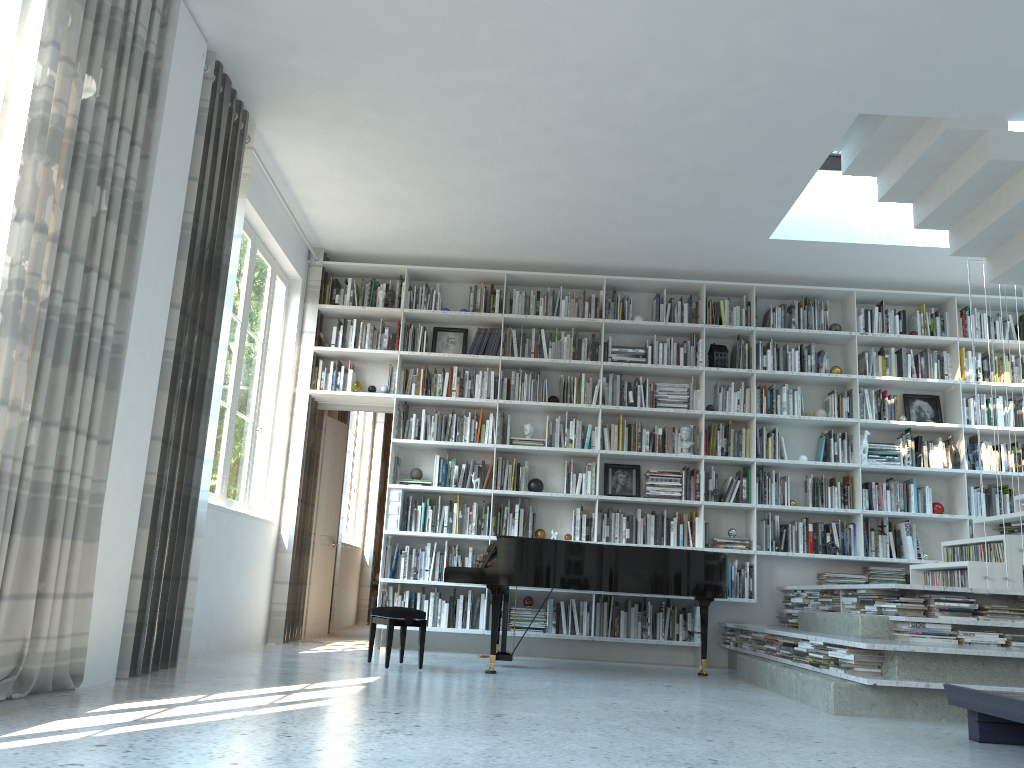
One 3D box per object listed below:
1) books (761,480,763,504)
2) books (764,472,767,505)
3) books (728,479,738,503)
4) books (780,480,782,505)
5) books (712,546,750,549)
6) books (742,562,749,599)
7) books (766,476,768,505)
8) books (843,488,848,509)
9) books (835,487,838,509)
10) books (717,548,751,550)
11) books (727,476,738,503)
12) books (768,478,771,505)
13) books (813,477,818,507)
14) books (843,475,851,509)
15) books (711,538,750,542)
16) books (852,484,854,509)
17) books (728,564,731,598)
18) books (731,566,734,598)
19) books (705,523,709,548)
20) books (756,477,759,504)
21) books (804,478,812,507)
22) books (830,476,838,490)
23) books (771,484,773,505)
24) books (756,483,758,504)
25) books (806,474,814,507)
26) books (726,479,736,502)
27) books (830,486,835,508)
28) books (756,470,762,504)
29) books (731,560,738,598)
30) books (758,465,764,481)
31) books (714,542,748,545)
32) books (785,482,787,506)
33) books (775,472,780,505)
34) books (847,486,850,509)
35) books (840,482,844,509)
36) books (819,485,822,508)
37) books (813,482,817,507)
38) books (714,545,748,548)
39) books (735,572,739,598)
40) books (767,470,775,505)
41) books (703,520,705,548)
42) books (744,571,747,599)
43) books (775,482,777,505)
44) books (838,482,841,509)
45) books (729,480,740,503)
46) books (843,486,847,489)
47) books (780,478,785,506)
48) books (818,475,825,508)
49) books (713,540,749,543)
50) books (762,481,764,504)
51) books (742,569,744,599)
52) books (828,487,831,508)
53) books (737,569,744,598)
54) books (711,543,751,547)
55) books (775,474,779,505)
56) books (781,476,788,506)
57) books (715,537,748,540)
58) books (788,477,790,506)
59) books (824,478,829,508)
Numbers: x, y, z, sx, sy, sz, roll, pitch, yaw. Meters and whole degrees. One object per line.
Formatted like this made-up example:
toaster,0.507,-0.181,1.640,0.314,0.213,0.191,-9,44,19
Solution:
books,2.031,0.870,7.277,0.006,0.281,0.155,3,-13,1
books,2.063,0.869,7.270,0.005,0.283,0.159,3,-13,1
books,1.797,0.895,7.287,0.090,0.214,0.139,3,-13,1
books,2.193,0.910,7.280,0.008,0.222,0.134,3,-13,1
books,1.757,1.321,7.129,0.285,0.012,0.160,2,-13,6
books,1.847,1.556,7.025,0.021,0.284,0.173,3,-13,1
books,2.072,0.887,7.268,0.013,0.248,0.165,3,-13,1
books,2.699,0.949,7.238,0.016,0.180,0.190,3,-13,1
books,2.621,0.946,7.250,0.019,0.182,0.191,3,-13,1
books,1.756,1.331,7.121,0.285,0.012,0.160,2,-13,4
books,1.794,0.880,7.280,0.094,0.238,0.150,3,-13,1
books,2.083,0.896,7.256,0.011,0.226,0.188,3,-13,1
books,2.479,0.904,7.275,0.015,0.261,0.150,3,-13,1
books,2.743,0.898,7.260,0.007,0.294,0.162,3,-13,1
books,1.760,1.261,7.139,0.285,0.012,0.160,2,-13,5
books,2.774,0.940,7.274,0.009,0.223,0.146,3,-13,1
books,1.712,1.561,7.033,0.005,0.263,0.163,3,-13,1
books,1.734,1.570,7.022,0.014,0.245,0.176,3,-13,1
books,1.568,1.240,7.210,0.030,0.210,0.137,3,-13,1
books,2.004,0.892,7.288,0.011,0.238,0.136,3,-13,1
books,2.430,0.906,7.276,0.019,0.251,0.130,3,-13,1
books,2.636,0.903,7.263,0.006,0.273,0.173,3,-13,1
books,2.107,0.918,7.258,0.013,0.186,0.184,3,-13,1
books,1.989,0.914,7.274,0.015,0.188,0.168,3,-13,1
books,2.448,0.892,7.292,0.016,0.289,0.132,3,-13,1
books,1.778,0.894,7.279,0.090,0.211,0.143,3,-13,1
books,2.605,0.941,7.256,0.015,0.194,0.176,3,-13,1
books,2.020,0.863,7.280,0.018,0.294,0.178,3,-13,1
books,1.758,1.549,7.046,0.032,0.299,0.149,3,-13,1
books,2.052,0.845,7.300,0.007,0.341,0.150,3,-13,1
books,1.759,1.285,7.136,0.254,0.012,0.161,2,-13,6
books,2.218,0.915,7.266,0.014,0.207,0.181,3,-13,1
books,2.175,0.878,7.287,0.006,0.284,0.160,3,-13,1
books,2.730,0.944,7.258,0.013,0.203,0.159,3,-13,1
books,2.682,0.929,7.270,0.021,0.231,0.155,3,-13,1
books,2.509,0.936,7.287,0.031,0.208,0.122,3,-13,1
books,2.462,0.922,7.257,0.016,0.215,0.178,3,-13,1
books,1.757,1.308,7.129,0.254,0.012,0.161,2,-13,7
books,1.778,1.597,7.034,0.013,0.202,0.139,3,-13,1
books,2.123,0.865,7.269,0.014,0.296,0.175,3,-13,1
books,1.540,1.229,7.210,0.027,0.228,0.141,3,-13,1
books,1.828,1.589,7.010,0.011,0.211,0.179,3,-13,1
books,2.140,0.915,7.275,0.013,0.202,0.167,3,-13,1
books,2.647,0.926,7.257,0.018,0.229,0.182,3,-13,1
books,1.810,0.899,7.275,0.091,0.204,0.169,3,-13,1
books,2.716,0.944,7.268,0.016,0.204,0.142,3,-13,1
books,2.204,0.900,7.273,0.015,0.237,0.177,3,-13,1
books,2.535,0.897,7.282,0.007,0.284,0.160,3,-13,1
books,1.758,1.271,7.128,0.254,0.012,0.161,3,-13,1
books,2.039,0.909,7.276,0.013,0.204,0.154,3,-13,1
books,1.817,1.586,7.028,0.012,0.225,0.149,3,-13,1
books,2.563,0.942,7.245,0.018,0.182,0.182,3,-13,1
books,1.798,1.582,7.012,0.026,0.224,0.175,3,-13,1
books,1.758,1.296,7.129,0.285,0.012,0.160,2,-13,4
books,2.154,0.882,7.270,0.012,0.266,0.183,3,-13,1
books,2.234,0.891,7.276,0.014,0.260,0.142,3,-13,1
books,1.760,1.248,7.135,0.254,0.012,0.161,1,-13,10
books,2.247,0.897,7.276,0.013,0.250,0.173,3,-13,1
books,2.547,0.908,7.253,0.018,0.250,0.184,3,-13,1
